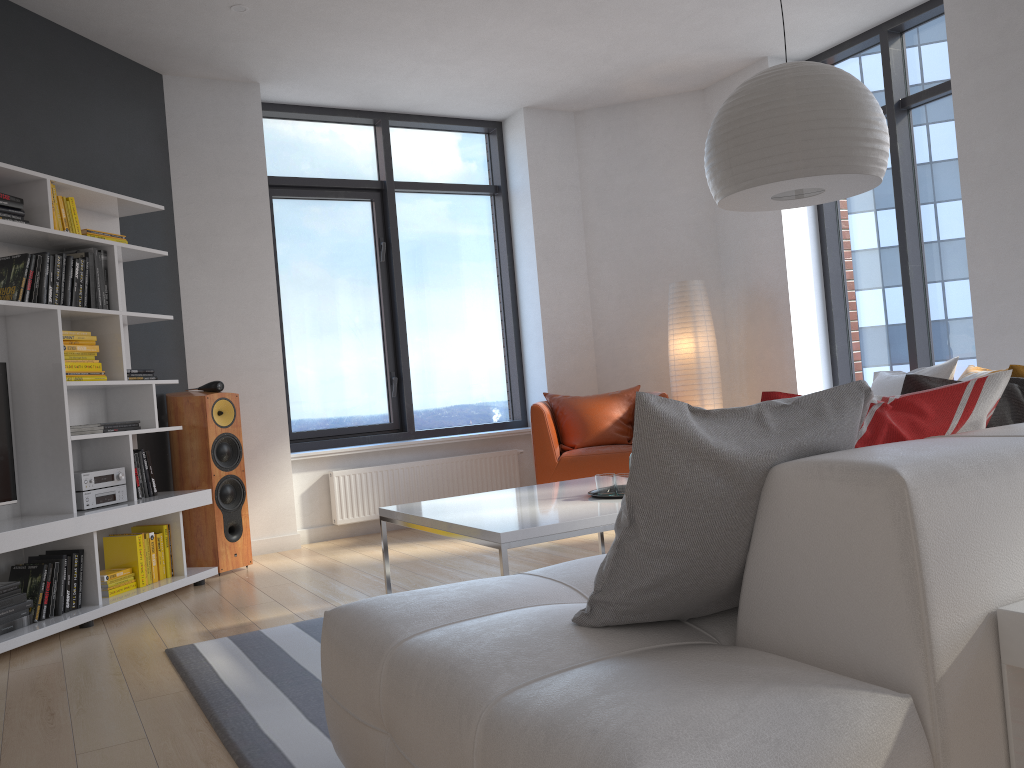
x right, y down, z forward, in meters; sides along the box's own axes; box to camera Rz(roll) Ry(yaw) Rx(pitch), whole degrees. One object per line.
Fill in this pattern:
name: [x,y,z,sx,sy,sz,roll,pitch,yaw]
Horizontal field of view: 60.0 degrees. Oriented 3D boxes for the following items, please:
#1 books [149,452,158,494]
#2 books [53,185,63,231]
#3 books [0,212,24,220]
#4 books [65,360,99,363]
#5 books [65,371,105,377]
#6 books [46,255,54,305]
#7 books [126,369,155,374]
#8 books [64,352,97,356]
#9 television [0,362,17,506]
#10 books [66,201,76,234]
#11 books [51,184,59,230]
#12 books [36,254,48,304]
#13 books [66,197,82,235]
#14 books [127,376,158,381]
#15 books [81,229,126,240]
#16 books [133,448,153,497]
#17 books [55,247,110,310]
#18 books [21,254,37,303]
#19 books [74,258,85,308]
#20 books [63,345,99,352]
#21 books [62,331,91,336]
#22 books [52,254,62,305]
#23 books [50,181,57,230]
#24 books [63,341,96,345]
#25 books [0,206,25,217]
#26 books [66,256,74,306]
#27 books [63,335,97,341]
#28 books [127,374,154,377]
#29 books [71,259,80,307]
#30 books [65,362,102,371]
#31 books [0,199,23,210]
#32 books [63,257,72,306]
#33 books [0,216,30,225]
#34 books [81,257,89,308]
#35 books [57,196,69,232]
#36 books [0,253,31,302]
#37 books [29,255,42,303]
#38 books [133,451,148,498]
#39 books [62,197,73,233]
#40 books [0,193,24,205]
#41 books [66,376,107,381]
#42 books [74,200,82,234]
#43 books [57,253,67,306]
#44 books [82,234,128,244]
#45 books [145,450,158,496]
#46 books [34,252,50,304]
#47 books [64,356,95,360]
books: [-1.974,0.478,4.669,0.179,0.233,0.077,-5,-1,16]
books: [-2.204,-0.811,4.172,0.164,0.224,0.054,-5,-1,16]
books: [-2.320,-0.732,3.886,0.189,0.020,0.264,-5,-1,15]
books: [-2.166,-0.101,4.289,0.189,0.014,0.251,-5,-1,20]
books: [-2.143,-0.041,4.284,0.203,0.024,0.257,-5,-1,19]
books: [-2.206,-0.467,4.107,0.179,0.243,0.068,-5,-1,15]
books: [-2.007,-0.059,4.630,0.161,0.023,0.213,-5,-1,20]
books: [-2.166,-0.138,4.291,0.171,0.019,0.239,-5,-1,16]
television: [-2.398,0.263,3.428,0.207,0.704,1.102,-5,-1,16]
books: [-2.143,-0.783,4.227,0.108,0.161,0.046,-5,-1,15]
books: [-2.204,-0.812,4.140,0.163,0.224,0.041,-5,-1,15]
books: [-2.201,-0.468,4.054,0.172,0.242,0.069,-5,-1,17]
books: [-2.151,-0.795,4.254,0.141,0.184,0.064,-5,-1,17]
books: [-1.987,-0.022,4.624,0.161,0.023,0.213,-5,-1,20]
books: [-2.129,-0.741,4.488,0.203,0.024,0.257,-5,-1,19]
books: [-1.970,0.467,4.601,0.193,0.255,0.066,-5,-1,16]
books: [-2.151,-0.504,4.415,0.259,0.321,0.128,-5,-1,16]
books: [-2.245,-0.461,3.998,0.187,0.234,0.096,-5,-1,17]
books: [-2.158,-0.475,4.281,0.191,0.249,0.084,-5,-1,16]
books: [-2.164,-0.164,4.301,0.176,0.033,0.239,-5,-1,20]
books: [-2.192,-0.237,4.300,0.163,0.023,0.223,-5,-1,21]
books: [-2.201,-0.472,4.144,0.191,0.249,0.084,-5,-1,16]
books: [-2.193,-0.815,4.113,0.161,0.229,0.041,-5,-1,15]
books: [-2.170,-0.192,4.296,0.160,0.022,0.227,-5,-1,32]
books: [-2.341,-0.756,3.895,0.214,0.030,0.284,-5,-1,20]
books: [-2.178,-0.476,4.220,0.192,0.254,0.075,-5,-1,15]
books: [-2.166,-0.215,4.303,0.163,0.023,0.223,-5,-1,21]
books: [-1.992,-0.041,4.624,0.142,0.015,0.198,-5,-1,15]
books: [-2.157,-0.472,4.241,0.179,0.243,0.071,-5,-1,15]
books: [-2.150,-0.074,4.287,0.189,0.042,0.243,-5,-1,16]
books: [-2.316,-0.787,3.891,0.180,0.026,0.246,-5,-1,19]
books: [-2.159,-0.470,4.190,0.172,0.242,0.069,-5,-1,17]
books: [-2.314,-0.708,3.886,0.214,0.030,0.284,-5,-1,20]
books: [-2.150,-0.480,4.314,0.197,0.260,0.066,-5,-1,16]
books: [-2.172,-0.791,4.195,0.132,0.180,0.054,-5,-1,16]
books: [-2.250,-0.462,3.964,0.182,0.234,0.104,-5,-1,17]
books: [-2.223,-0.463,4.024,0.169,0.233,0.081,-5,-1,15]
books: [-1.967,0.472,4.570,0.169,0.242,0.050,-5,-1,16]
books: [-2.160,-0.791,4.213,0.128,0.178,0.044,-5,-1,16]
books: [-2.331,-0.812,3.892,0.209,0.030,0.266,-5,-1,10]
books: [-2.132,-0.016,4.285,0.194,0.028,0.257,-5,-1,21]
books: [-2.153,-0.795,4.278,0.142,0.184,0.044,-5,-1,17]
books: [-2.193,-0.477,4.177,0.197,0.260,0.066,-5,-1,16]
books: [-2.118,-0.716,4.488,0.194,0.028,0.257,-5,-1,21]
books: [-1.954,0.471,4.628,0.177,0.242,0.066,-5,-1,16]
books: [-2.221,-0.473,4.083,0.192,0.254,0.075,-5,-1,15]
books: [-2.151,-0.120,4.275,0.145,0.023,0.217,-5,-1,21]
